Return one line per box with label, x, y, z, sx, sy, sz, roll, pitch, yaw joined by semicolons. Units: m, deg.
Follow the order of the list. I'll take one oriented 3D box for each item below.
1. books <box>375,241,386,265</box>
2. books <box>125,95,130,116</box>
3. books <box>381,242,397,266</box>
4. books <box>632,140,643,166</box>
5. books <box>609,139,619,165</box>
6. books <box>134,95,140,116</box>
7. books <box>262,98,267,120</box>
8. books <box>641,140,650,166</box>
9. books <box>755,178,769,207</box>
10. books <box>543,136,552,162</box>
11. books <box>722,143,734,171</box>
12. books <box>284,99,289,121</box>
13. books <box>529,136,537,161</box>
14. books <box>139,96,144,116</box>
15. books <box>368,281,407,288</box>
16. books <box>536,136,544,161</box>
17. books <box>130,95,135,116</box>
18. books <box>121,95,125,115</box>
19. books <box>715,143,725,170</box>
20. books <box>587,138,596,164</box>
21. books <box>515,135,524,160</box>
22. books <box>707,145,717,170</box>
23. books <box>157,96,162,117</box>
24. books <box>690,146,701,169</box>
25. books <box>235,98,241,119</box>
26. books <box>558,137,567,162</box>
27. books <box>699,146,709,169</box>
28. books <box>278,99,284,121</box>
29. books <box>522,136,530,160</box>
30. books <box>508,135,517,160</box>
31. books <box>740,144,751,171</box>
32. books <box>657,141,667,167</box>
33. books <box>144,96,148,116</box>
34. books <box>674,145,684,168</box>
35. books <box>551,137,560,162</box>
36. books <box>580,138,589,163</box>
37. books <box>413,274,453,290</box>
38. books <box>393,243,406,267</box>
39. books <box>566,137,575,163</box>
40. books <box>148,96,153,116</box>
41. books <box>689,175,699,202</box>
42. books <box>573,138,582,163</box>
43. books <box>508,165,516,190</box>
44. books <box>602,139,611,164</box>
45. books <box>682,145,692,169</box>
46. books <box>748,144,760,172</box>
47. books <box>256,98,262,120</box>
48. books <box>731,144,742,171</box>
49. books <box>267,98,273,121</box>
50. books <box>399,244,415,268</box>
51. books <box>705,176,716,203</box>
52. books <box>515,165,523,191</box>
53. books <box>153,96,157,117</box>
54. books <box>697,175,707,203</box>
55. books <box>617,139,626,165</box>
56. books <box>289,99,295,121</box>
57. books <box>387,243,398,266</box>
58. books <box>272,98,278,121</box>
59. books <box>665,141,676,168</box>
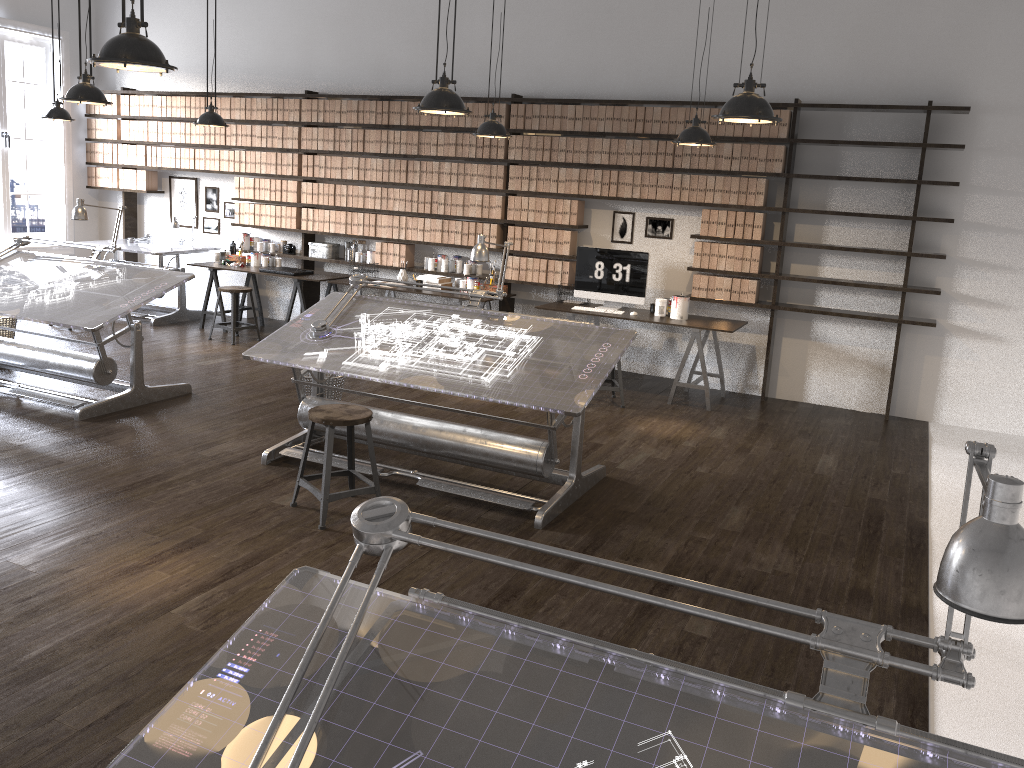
books;-1.297;-1.316;8.907;0.067;0.224;0.176;8;12;24
books;-4.304;-3.156;10.064;0.067;0.224;0.176;8;12;24
books;-1.234;-1.307;8.885;0.067;0.223;0.176;8;12;24
books;1.108;-1.993;7.667;0.067;0.223;0.176;8;12;24
books;0.919;-2.026;7.758;0.067;0.223;0.176;8;12;24
books;-4.171;-3.134;10.005;0.067;0.223;0.175;8;12;24
books;-2.536;-2.865;9.267;0.067;0.223;0.176;8;12;24
books;1.174;-1.982;7.637;0.067;0.224;0.176;8;12;24
books;2.057;-1.573;7.281;0.067;0.223;0.175;8;12;24
books;0.349;-2.118;8.010;0.067;0.224;0.176;8;12;24
books;1.807;-1.879;7.356;0.067;0.223;0.176;8;12;24
books;-2.280;-2.825;9.160;0.067;0.223;0.175;8;12;24
books;0.224;-2.140;8.069;0.067;0.223;0.176;8;12;24
books;-4.105;-3.124;9.980;0.067;0.223;0.175;8;12;24
books;-1.207;-0.949;8.362;0.355;0.029;0.258;9;14;24
books;0.285;-2.130;8.045;0.067;0.223;0.176;8;12;24
books;-4.233;-3.146;10.038;0.067;0.223;0.176;8;12;24
books;-4.368;-3.168;10.099;0.067;0.223;0.176;8;12;24
books;1.751;-1.889;7.383;0.067;0.223;0.176;8;12;24
books;0.733;-2.056;7.841;0.067;0.223;0.176;8;12;24
books;0.100;-2.159;8.121;0.067;0.223;0.176;8;12;24
books;1.688;-1.898;7.406;0.067;0.224;0.176;8;12;24
books;-3.864;-3.084;9.868;0.067;0.223;0.176;8;12;24
books;1.565;-1.920;7.468;0.067;0.223;0.175;8;12;24
books;-2.856;-2.918;9.414;0.067;0.223;0.176;8;12;24
books;0.482;-2.097;7.951;0.067;0.223;0.175;8;12;24
books;1.630;-1.909;7.439;0.067;0.223;0.176;8;12;24
books;-2.344;-2.835;9.186;0.067;0.223;0.176;8;12;24
books;0.165;-2.148;8.091;0.067;0.224;0.176;8;12;24
books;0.036;-2.170;8.153;0.067;0.223;0.175;8;12;24
books;1.937;-1.858;7.300;0.067;0.223;0.176;8;12;24
books;1.302;-1.963;7.587;0.067;0.223;0.176;8;12;24
books;-4.041;-3.114;9.951;0.067;0.223;0.176;8;12;24
books;1.437;-1.941;7.526;0.067;0.223;0.176;8;12;24
books;0.420;-2.108;7.984;0.067;0.223;0.176;8;12;24
books;0.670;-2.065;7.864;0.067;0.224;0.176;8;12;24
books;-0.770;-0.976;8.350;0.295;0.146;0.388;9;14;24
books;-1.107;-1.285;8.823;0.067;0.223;0.175;8;12;24
books;0.548;-2.087;7.926;0.067;0.223;0.175;8;12;24
books;-3.983;-3.103;9.918;0.067;0.224;0.176;8;12;24
books;1.560;-1.656;7.510;0.067;0.223;0.175;8;12;24
books;0.612;-2.076;7.897;0.067;0.223;0.176;8;12;24
books;0.040;-1.905;8.191;0.067;0.223;0.176;8;12;24
books;0.854;-2.036;7.783;0.067;0.224;0.176;8;12;24
books;1.500;-1.929;7.493;0.067;0.223;0.175;8;12;24
books;2.001;-1.848;7.273;0.067;0.223;0.175;8;12;24
books;-2.600;-2.876;9.300;0.067;0.223;0.175;8;12;24
books;1.871;-1.868;7.325;0.067;0.224;0.176;8;12;24
books;-2.471;-2.854;9.238;0.067;0.224;0.176;8;12;24
books;-1.041;-1.275;8.798;0.067;0.223;0.176;8;12;24
books;1.685;-1.634;7.448;0.067;0.224;0.176;8;12;24
books;0.095;-1.895;8.161;0.067;0.224;0.176;8;12;24
books;-3.920;-3.094;9.895;0.067;0.223;0.176;8;12;24
books;1.623;-1.645;7.480;0.067;0.223;0.176;8;12;24
books;0.983;-2.016;7.731;0.067;0.223;0.175;8;12;24
books;-2.218;-2.814;9.128;0.067;0.223;0.175;8;12;24
books;-1.170;-1.296;8.856;0.067;0.223;0.175;8;12;24
books;-2.412;-2.846;9.216;0.067;0.223;0.176;8;12;24
books;1.367;-1.951;7.552;0.067;0.224;0.176;8;12;24
